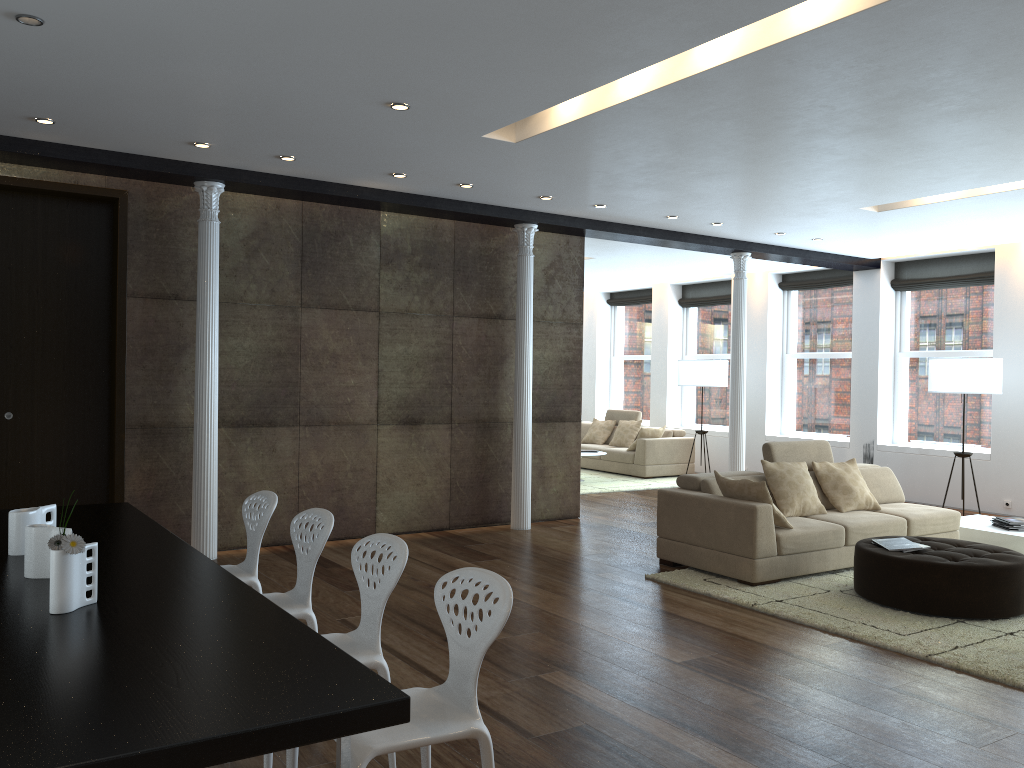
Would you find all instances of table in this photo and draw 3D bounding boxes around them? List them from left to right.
[{"bbox_3d":[-1.666,1.030,3.078,1.200,0.733,3.400,1,1,-33],"label":"table"},{"bbox_3d":[0.808,1.150,12.357,1.022,0.393,1.022,1,0,11],"label":"table"},{"bbox_3d":[4.415,1.360,8.033,0.900,0.170,0.900,1,1,-33],"label":"table"}]

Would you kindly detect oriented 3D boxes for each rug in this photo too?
[{"bbox_3d":[0.534,1.342,13.324,2.972,0.020,4.231,1,1,-33],"label":"rug"},{"bbox_3d":[3.556,1.453,6.393,4.231,0.020,2.972,1,1,-33],"label":"rug"}]

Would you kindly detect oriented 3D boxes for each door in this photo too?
[{"bbox_3d":[-3.489,-0.070,6.681,1.000,2.814,0.510,1,1,-33],"label":"door"}]

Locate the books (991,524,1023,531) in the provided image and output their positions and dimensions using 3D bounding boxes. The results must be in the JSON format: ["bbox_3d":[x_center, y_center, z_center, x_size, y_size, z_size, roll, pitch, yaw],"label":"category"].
[{"bbox_3d":[4.430,1.272,7.845,0.220,0.010,0.300,1,0,2],"label":"books"}]

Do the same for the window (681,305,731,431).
[{"bbox_3d":[3.183,-0.407,14.023,0.123,2.400,1.345,1,1,-33],"label":"window"}]

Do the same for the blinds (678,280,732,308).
[{"bbox_3d":[3.149,-1.423,13.981,0.156,0.393,1.342,1,1,-33],"label":"blinds"}]

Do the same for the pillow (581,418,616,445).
[{"bbox_3d":[1.410,0.766,14.307,0.368,0.416,0.519,1,1,-38],"label":"pillow"}]

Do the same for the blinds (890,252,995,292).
[{"bbox_3d":[5.264,-1.358,10.729,0.183,0.395,1.431,1,1,-33],"label":"blinds"}]

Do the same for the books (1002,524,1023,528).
[{"bbox_3d":[4.455,1.244,7.844,0.220,0.010,0.300,1,0,17],"label":"books"}]

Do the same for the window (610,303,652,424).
[{"bbox_3d":[2.199,-0.437,15.524,0.123,2.400,1.444,1,1,-33],"label":"window"}]

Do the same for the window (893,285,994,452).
[{"bbox_3d":[5.311,-0.343,10.780,0.123,2.400,1.432,1,1,-33],"label":"window"}]

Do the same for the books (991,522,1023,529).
[{"bbox_3d":[4.430,1.253,7.845,0.220,0.010,0.300,1,0,2],"label":"books"}]

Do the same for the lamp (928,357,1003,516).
[{"bbox_3d":[4.758,0.593,9.348,0.698,1.728,0.698,1,0,-10],"label":"lamp"}]

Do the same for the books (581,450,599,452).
[{"bbox_3d":[1.050,0.942,12.520,0.300,0.010,0.220,1,1,-18],"label":"books"}]

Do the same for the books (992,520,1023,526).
[{"bbox_3d":[4.456,1.224,7.844,0.220,0.010,0.300,1,1,-18],"label":"books"}]

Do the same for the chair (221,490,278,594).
[{"bbox_3d":[-1.488,0.970,4.439,0.581,0.835,0.495,1,1,-33],"label":"chair"}]

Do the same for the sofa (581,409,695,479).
[{"bbox_3d":[1.611,0.891,13.998,1.018,0.950,2.581,1,1,-33],"label":"sofa"}]

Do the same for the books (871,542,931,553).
[{"bbox_3d":[2.590,1.076,5.914,0.219,0.031,0.300,1,1,-18],"label":"books"}]

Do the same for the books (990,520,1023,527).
[{"bbox_3d":[4.430,1.233,7.845,0.220,0.010,0.300,1,0,-8],"label":"books"}]

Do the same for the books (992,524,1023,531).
[{"bbox_3d":[4.455,1.263,7.845,0.220,0.010,0.300,1,0,-13],"label":"books"}]

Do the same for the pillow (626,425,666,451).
[{"bbox_3d":[1.981,0.798,13.025,0.518,0.393,0.395,1,1,-37],"label":"pillow"}]

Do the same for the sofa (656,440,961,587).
[{"bbox_3d":[2.484,0.962,7.251,2.581,0.950,1.021,1,1,-33],"label":"sofa"}]

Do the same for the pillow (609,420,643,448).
[{"bbox_3d":[1.763,0.766,13.791,0.301,0.439,0.534,1,1,-37],"label":"pillow"}]

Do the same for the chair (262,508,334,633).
[{"bbox_3d":[-1.090,0.982,3.868,0.581,0.835,0.495,1,1,-33],"label":"chair"}]

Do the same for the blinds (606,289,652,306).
[{"bbox_3d":[2.167,-1.512,15.479,0.156,0.275,1.442,1,1,-33],"label":"blinds"}]

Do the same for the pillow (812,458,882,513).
[{"bbox_3d":[2.795,0.847,7.454,0.519,0.416,0.368,1,1,-29],"label":"pillow"}]

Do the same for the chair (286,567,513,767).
[{"bbox_3d":[-0.312,1.006,2.658,0.581,0.835,0.495,1,1,-33],"label":"chair"}]

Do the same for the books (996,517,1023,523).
[{"bbox_3d":[4.456,1.205,7.844,0.220,0.010,0.300,1,0,7],"label":"books"}]

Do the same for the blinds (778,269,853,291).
[{"bbox_3d":[4.284,-1.448,12.252,0.156,0.275,1.396,1,1,-33],"label":"blinds"}]

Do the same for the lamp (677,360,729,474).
[{"bbox_3d":[2.680,0.529,12.515,0.698,1.728,0.698,1,0,-10],"label":"lamp"}]

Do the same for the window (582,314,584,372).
[{"bbox_3d":[2.967,0.099,25.574,34.761,17.917,13.698,1,1,-33],"label":"window"}]

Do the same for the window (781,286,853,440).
[{"bbox_3d":[4.318,-0.373,12.295,0.123,2.400,1.391,1,1,-33],"label":"window"}]

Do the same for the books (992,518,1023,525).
[{"bbox_3d":[4.431,1.214,7.845,0.220,0.010,0.300,1,0,2],"label":"books"}]

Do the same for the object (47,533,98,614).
[{"bbox_3d":[-1.300,0.557,2.648,0.076,0.233,0.161,1,1,38],"label":"object"}]

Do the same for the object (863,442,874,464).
[{"bbox_3d":[4.278,1.050,10.655,0.458,0.781,0.458,1,1,-34],"label":"object"}]

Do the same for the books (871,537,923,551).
[{"bbox_3d":[2.564,1.068,5.914,0.220,0.040,0.301,1,0,2],"label":"books"}]

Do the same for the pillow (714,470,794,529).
[{"bbox_3d":[1.760,0.848,6.506,0.395,0.393,0.518,1,1,-30],"label":"pillow"}]

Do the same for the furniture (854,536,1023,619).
[{"bbox_3d":[2.835,1.258,5.888,1.057,0.355,1.057,1,1,-31],"label":"furniture"}]

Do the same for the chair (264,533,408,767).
[{"bbox_3d":[-0.693,0.994,3.247,0.581,0.835,0.495,1,1,-33],"label":"chair"}]

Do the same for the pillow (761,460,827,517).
[{"bbox_3d":[2.266,0.830,7.122,0.534,0.439,0.301,1,1,-30],"label":"pillow"}]

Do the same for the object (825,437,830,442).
[{"bbox_3d":[3.841,1.040,10.925,0.458,0.781,0.458,1,1,-34],"label":"object"}]
